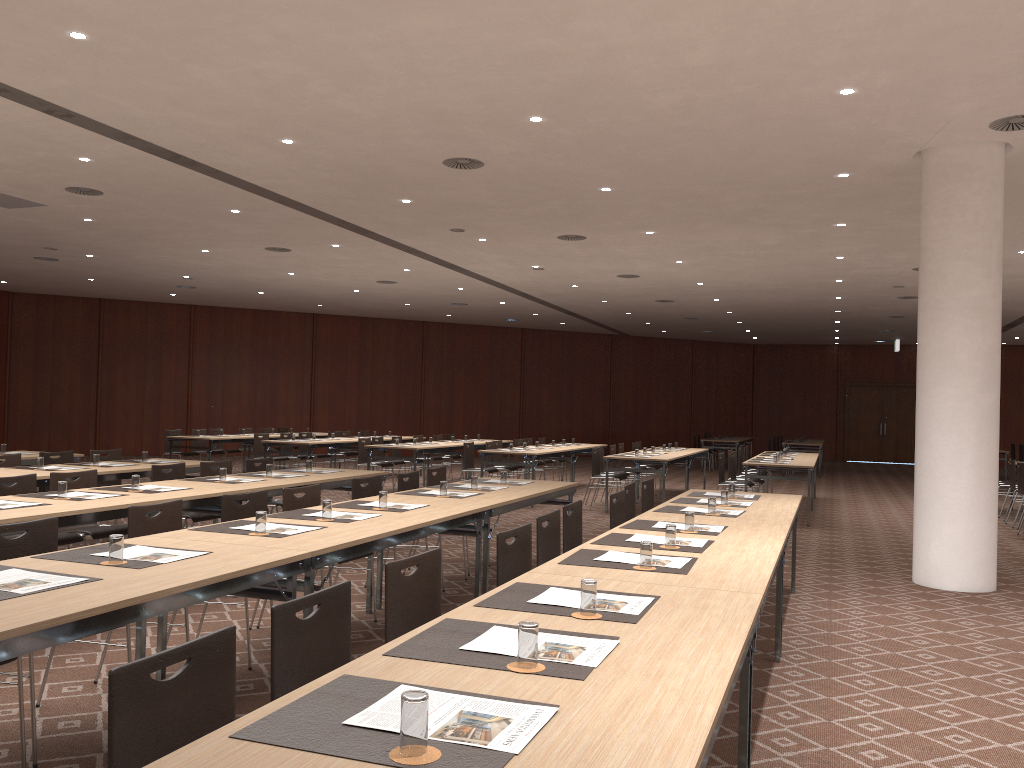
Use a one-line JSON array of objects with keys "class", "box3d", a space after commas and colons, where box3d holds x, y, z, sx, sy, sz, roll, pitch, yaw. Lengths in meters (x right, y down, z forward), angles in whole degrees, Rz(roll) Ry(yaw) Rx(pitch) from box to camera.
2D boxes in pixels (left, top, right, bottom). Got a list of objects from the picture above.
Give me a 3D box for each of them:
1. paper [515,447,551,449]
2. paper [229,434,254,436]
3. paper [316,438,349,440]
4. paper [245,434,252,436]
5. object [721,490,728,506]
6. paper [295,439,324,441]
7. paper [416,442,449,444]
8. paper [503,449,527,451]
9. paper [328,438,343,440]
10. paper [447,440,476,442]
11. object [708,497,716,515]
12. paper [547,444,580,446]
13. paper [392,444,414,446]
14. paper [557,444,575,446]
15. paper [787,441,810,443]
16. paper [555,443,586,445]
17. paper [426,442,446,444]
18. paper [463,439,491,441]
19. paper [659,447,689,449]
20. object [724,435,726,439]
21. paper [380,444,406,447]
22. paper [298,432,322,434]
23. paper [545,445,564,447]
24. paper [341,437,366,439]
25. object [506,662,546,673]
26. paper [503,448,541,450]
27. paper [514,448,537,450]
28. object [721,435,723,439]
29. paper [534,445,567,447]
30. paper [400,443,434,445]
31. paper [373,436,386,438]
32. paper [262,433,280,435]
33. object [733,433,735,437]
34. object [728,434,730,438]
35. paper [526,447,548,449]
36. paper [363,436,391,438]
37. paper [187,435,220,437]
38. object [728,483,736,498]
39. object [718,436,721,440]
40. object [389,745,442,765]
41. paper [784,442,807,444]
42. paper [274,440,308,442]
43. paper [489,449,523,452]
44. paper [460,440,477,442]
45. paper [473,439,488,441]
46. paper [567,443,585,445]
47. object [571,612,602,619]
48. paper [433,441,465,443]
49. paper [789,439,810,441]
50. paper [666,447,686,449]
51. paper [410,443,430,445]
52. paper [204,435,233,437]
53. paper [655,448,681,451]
[{"class": "paper", "box3d": [0.398, 1.106, 15.363, 0.565, 0.003, 0.460, 1, -2, 21]}, {"class": "paper", "box3d": [-5.247, 1.001, 17.406, 0.565, 0.003, 0.460, 1, -2, 20]}, {"class": "paper", "box3d": [-3.365, 1.035, 16.705, 0.565, 0.003, 0.460, 1, -2, 23]}, {"class": "paper", "box3d": [-5.184, 0.999, 17.424, 0.398, 0.006, 0.284, 1, -2, 23]}, {"class": "object", "box3d": [1.586, 0.847, 6.617, 0.054, 0.114, 0.054, 2, -1, -14]}, {"class": "paper", "box3d": [-3.624, 1.012, 16.103, 0.565, 0.003, 0.460, 1, -2, 19]}, {"class": "paper", "box3d": [-1.498, 1.070, 16.034, 0.565, 0.003, 0.460, 1, -2, 19]}, {"class": "paper", "box3d": [0.001, 1.058, 14.151, 0.398, 0.006, 0.284, 1, -2, 19]}, {"class": "paper", "box3d": [-3.300, 1.034, 16.732, 0.398, 0.006, 0.284, 1, -2, 19]}, {"class": "paper", "box3d": [-0.948, 1.126, 17.566, 0.565, 0.003, 0.460, 1, -2, 21]}, {"class": "object", "box3d": [1.354, 0.824, 6.001, 0.054, 0.114, 0.054, 2, -1, -14]}, {"class": "paper", "box3d": [0.956, 1.161, 16.865, 0.565, 0.003, 0.460, 1, -2, 23]}, {"class": "paper", "box3d": [-1.871, 1.024, 14.851, 0.398, 0.006, 0.284, 1, -2, 21]}, {"class": "paper", "box3d": [1.025, 1.160, 16.890, 0.398, 0.006, 0.284, 1, -2, 22]}, {"class": "paper", "box3d": [7.416, 1.506, 22.976, 0.565, 0.003, 0.460, 1, -2, 20]}, {"class": "paper", "box3d": [1.150, 1.183, 17.487, 0.565, 0.003, 0.460, 1, -2, 20]}, {"class": "paper", "box3d": [-1.405, 1.069, 16.057, 0.398, 0.006, 0.284, 1, -2, 19]}, {"class": "paper", "box3d": [-0.726, 1.150, 18.201, 0.565, 0.003, 0.460, 1, -2, 18]}, {"class": "paper", "box3d": [3.050, 1.218, 16.779, 0.565, 0.003, 0.460, 1, -2, 20]}, {"class": "object", "box3d": [5.780, 1.431, 24.089, 0.054, 0.114, 0.054, 2, -1, -14]}, {"class": "paper", "box3d": [-1.940, 1.024, 14.785, 0.565, 0.003, 0.460, 1, -2, 22]}, {"class": "paper", "box3d": [-4.475, 1.079, 19.507, 0.565, 0.003, 0.460, 1, -2, 20]}, {"class": "paper", "box3d": [0.784, 1.137, 16.294, 0.398, 0.006, 0.284, 1, -2, 19]}, {"class": "paper", "box3d": [-3.039, 1.069, 17.636, 0.565, 0.003, 0.460, 1, -2, 21]}, {"class": "object", "box3d": [0.037, 0.746, 2.339, 0.102, 0.001, 0.102, 2, -2, -14]}, {"class": "paper", "box3d": [0.149, 1.082, 14.748, 0.565, 0.003, 0.460, 1, -2, 20]}, {"class": "paper", "box3d": [0.228, 1.081, 14.775, 0.398, 0.006, 0.284, 1, -2, 19]}, {"class": "object", "box3d": [5.554, 1.408, 23.476, 0.054, 0.114, 0.054, 2, -1, -14]}, {"class": "paper", "box3d": [0.691, 1.138, 16.255, 0.565, 0.003, 0.460, 1, -2, 18]}, {"class": "paper", "box3d": [-1.704, 1.048, 15.425, 0.565, 0.003, 0.460, 1, -2, 16]}, {"class": "paper", "box3d": [-2.740, 1.090, 18.254, 0.398, 0.006, 0.284, 1, -2, 21]}, {"class": "paper", "box3d": [-4.942, 1.033, 18.290, 0.565, 0.003, 0.460, 1, -2, 22]}, {"class": "object", "box3d": [6.557, 1.510, 26.226, 0.054, 0.114, 0.054, 2, -1, -36]}, {"class": "object", "box3d": [6.124, 1.465, 24.999, 0.054, 0.114, 0.054, 2, -1, -36]}, {"class": "paper", "box3d": [0.461, 1.103, 15.354, 0.398, 0.006, 0.284, 1, -2, 19]}, {"class": "paper", "box3d": [-2.810, 1.092, 18.258, 0.565, 0.003, 0.460, 1, -2, 20]}, {"class": "paper", "box3d": [-5.683, 0.956, 16.195, 0.565, 0.003, 0.460, 1, -2, 18]}, {"class": "object", "box3d": [1.794, 0.869, 7.234, 0.054, 0.114, 0.054, 2, -1, -14]}, {"class": "object", "box3d": [5.352, 1.386, 22.867, 0.054, 0.114, 0.054, 2, -1, -14]}, {"class": "object", "box3d": [-0.189, 0.724, 1.733, 0.102, 0.001, 0.102, 2, -2, -14]}, {"class": "paper", "box3d": [7.156, 1.482, 22.351, 0.565, 0.003, 0.460, 1, -2, 20]}, {"class": "paper", "box3d": [-3.799, 0.991, 15.512, 0.565, 0.003, 0.460, 1, -2, 18]}, {"class": "paper", "box3d": [-0.072, 1.060, 14.135, 0.565, 0.003, 0.460, 1, -2, 20]}, {"class": "paper", "box3d": [-0.839, 1.126, 17.576, 0.398, 0.006, 0.284, 1, -2, 20]}, {"class": "paper", "box3d": [-0.649, 1.148, 18.189, 0.398, 0.006, 0.284, 1, -2, 19]}, {"class": "paper", "box3d": [1.258, 1.183, 17.505, 0.398, 0.006, 0.284, 1, -2, 20]}, {"class": "object", "box3d": [0.248, 0.769, 2.944, 0.102, 0.001, 0.102, 2, -2, -14]}, {"class": "paper", "box3d": [-1.149, 1.104, 16.939, 0.565, 0.003, 0.460, 1, -2, 19]}, {"class": "paper", "box3d": [8.146, 1.584, 25.118, 0.565, 0.003, 0.460, 1, -2, 18]}, {"class": "paper", "box3d": [3.089, 1.217, 16.828, 0.398, 0.006, 0.284, 1, -2, 19]}, {"class": "paper", "box3d": [-1.636, 1.047, 15.448, 0.398, 0.006, 0.284, 1, -2, 21]}, {"class": "paper", "box3d": [-5.502, 0.977, 16.783, 0.565, 0.003, 0.460, 1, -2, 23]}, {"class": "paper", "box3d": [2.829, 1.197, 16.202, 0.565, 0.003, 0.460, 1, -2, 20]}]
